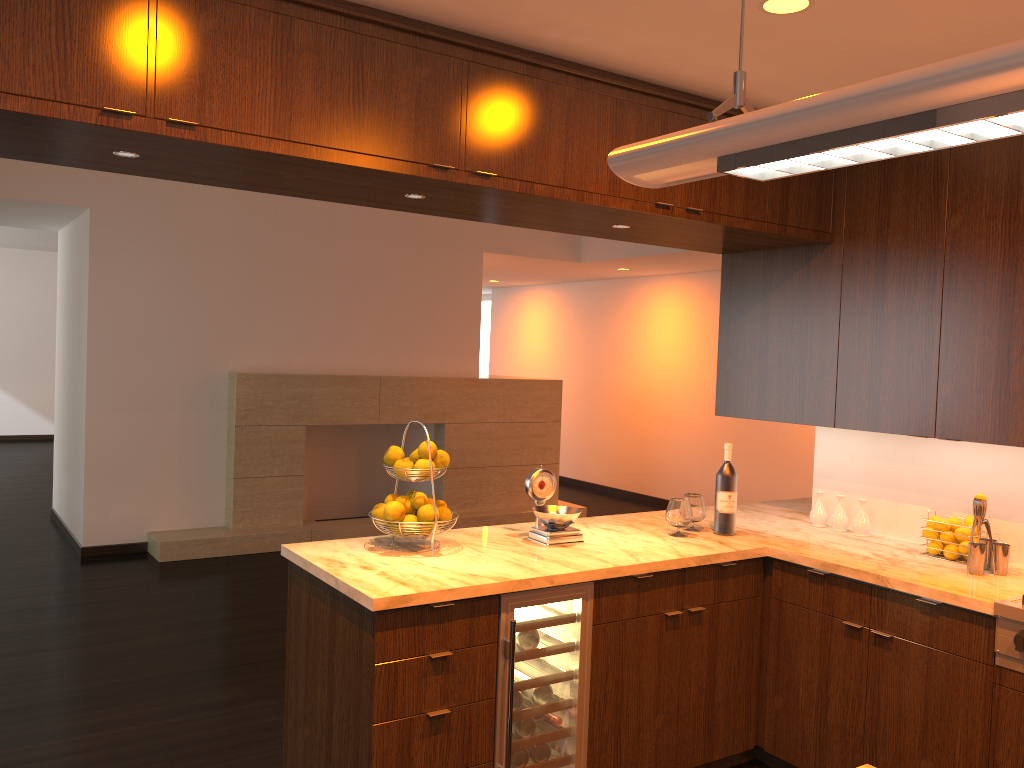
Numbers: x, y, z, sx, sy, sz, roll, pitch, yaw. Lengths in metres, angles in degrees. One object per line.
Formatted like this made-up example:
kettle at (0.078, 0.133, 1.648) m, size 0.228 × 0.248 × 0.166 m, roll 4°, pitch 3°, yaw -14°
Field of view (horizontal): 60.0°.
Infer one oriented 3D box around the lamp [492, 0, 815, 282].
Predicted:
lamp at (-0.950, -1.339, 7.664) m, size 5.868 × 0.171 × 16.431 m, roll 1°, pitch 2°, yaw -34°

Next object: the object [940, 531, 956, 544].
object at (1.645, 0.579, 3.347) m, size 0.062 × 0.053 × 0.052 m, roll 1°, pitch 2°, yaw -29°

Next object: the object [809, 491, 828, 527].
object at (1.363, 0.555, 3.935) m, size 0.079 × 0.154 × 0.079 m, roll 4°, pitch 2°, yaw 39°

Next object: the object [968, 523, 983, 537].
object at (1.739, 0.550, 3.333) m, size 0.051 × 0.053 × 0.063 m, roll 3°, pitch 2°, yaw 12°

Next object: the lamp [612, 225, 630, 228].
lamp at (0.421, -0.608, 3.421) m, size 0.068 × 0.004 × 0.068 m, roll 4°, pitch 2°, yaw 37°

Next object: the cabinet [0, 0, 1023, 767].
cabinet at (1.075, 0.128, 1.079) m, size 7.728 × 2.997 × 5.521 m, roll 1°, pitch 2°, yaw -34°

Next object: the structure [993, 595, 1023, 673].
structure at (2.099, 0.692, 2.494) m, size 0.824 × 0.422 × 1.067 m, roll 1°, pitch 2°, yaw -34°

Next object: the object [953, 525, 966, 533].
object at (1.720, 0.564, 3.403) m, size 0.055 × 0.051 × 0.061 m, roll 2°, pitch 2°, yaw -6°

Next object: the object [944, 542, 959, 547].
object at (1.676, 0.625, 3.375) m, size 0.057 × 0.060 × 0.052 m, roll 2°, pitch 2°, yaw 5°

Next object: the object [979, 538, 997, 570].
object at (1.717, 0.615, 3.203) m, size 0.060 × 0.106 × 0.060 m, roll 2°, pitch 2°, yaw -2°

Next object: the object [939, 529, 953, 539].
object at (1.660, 0.575, 3.401) m, size 0.064 × 0.053 × 0.051 m, roll 2°, pitch 2°, yaw 2°

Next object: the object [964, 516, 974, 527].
object at (1.759, 0.535, 3.396) m, size 0.050 × 0.060 × 0.059 m, roll 2°, pitch 2°, yaw -1°

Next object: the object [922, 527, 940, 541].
object at (1.603, 0.575, 3.393) m, size 0.053 × 0.051 × 0.063 m, roll 1°, pitch 2°, yaw -32°

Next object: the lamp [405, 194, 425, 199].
lamp at (-0.320, -0.620, 2.927) m, size 0.068 × 0.004 × 0.068 m, roll 4°, pitch 2°, yaw 37°

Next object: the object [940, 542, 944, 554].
object at (1.645, 0.629, 3.426) m, size 0.061 × 0.053 × 0.053 m, roll 4°, pitch 2°, yaw 42°

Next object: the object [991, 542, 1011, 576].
object at (1.722, 0.618, 3.128) m, size 0.060 × 0.106 × 0.060 m, roll 2°, pitch 2°, yaw -2°

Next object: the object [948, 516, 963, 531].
object at (1.686, 0.532, 3.377) m, size 0.051 × 0.053 × 0.063 m, roll 2°, pitch 2°, yaw 1°

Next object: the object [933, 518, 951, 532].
object at (1.629, 0.533, 3.357) m, size 0.053 × 0.051 × 0.063 m, roll 0°, pitch 3°, yaw -43°

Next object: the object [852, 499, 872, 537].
object at (1.480, 0.565, 3.751) m, size 0.079 × 0.154 × 0.079 m, roll 4°, pitch 2°, yaw 39°

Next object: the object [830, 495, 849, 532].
object at (1.421, 0.560, 3.844) m, size 0.079 × 0.154 × 0.079 m, roll 4°, pitch 2°, yaw 39°

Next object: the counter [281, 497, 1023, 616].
counter at (1.499, 0.700, 2.554) m, size 3.187 × 0.038 × 3.616 m, roll 1°, pitch 2°, yaw -34°

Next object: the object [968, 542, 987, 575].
object at (1.634, 0.615, 3.117) m, size 0.060 × 0.106 × 0.060 m, roll 2°, pitch 2°, yaw -2°

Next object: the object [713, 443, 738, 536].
object at (0.888, 0.433, 3.675) m, size 0.095 × 0.378 × 0.094 m, roll 2°, pitch 2°, yaw -8°

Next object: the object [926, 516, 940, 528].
object at (1.626, 0.536, 3.410) m, size 0.052 × 0.060 × 0.057 m, roll 2°, pitch 2°, yaw -13°

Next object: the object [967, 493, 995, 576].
object at (1.637, 0.524, 3.129) m, size 0.101 × 0.288 × 0.088 m, roll 2°, pitch 2°, yaw -4°

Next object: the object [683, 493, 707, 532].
object at (0.762, 0.540, 3.737) m, size 0.112 × 0.151 × 0.112 m, roll 2°, pitch 2°, yaw -15°

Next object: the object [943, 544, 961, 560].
object at (1.657, 0.631, 3.336) m, size 0.064 × 0.063 × 0.074 m, roll 3°, pitch 2°, yaw 20°

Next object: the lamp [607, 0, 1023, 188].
lamp at (0.859, -0.559, 0.068) m, size 0.120 × 0.765 × 2.465 m, roll 1°, pitch 2°, yaw -34°

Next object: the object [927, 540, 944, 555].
object at (1.613, 0.623, 3.378) m, size 0.060 × 0.057 × 0.052 m, roll 2°, pitch 2°, yaw 1°

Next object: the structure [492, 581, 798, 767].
structure at (1.538, 1.165, 2.598) m, size 3.060 × 0.862 × 3.400 m, roll 1°, pitch 2°, yaw -34°

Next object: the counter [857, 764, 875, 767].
counter at (0.853, 0.755, 0.108) m, size 1.280 × 0.038 × 2.711 m, roll 1°, pitch 2°, yaw -34°

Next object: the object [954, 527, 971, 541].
object at (1.685, 0.560, 3.310) m, size 0.061 × 0.052 × 0.053 m, roll 3°, pitch 2°, yaw 12°

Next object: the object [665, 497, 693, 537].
object at (0.680, 0.541, 3.608) m, size 0.112 × 0.151 × 0.112 m, roll 2°, pitch 2°, yaw -15°
